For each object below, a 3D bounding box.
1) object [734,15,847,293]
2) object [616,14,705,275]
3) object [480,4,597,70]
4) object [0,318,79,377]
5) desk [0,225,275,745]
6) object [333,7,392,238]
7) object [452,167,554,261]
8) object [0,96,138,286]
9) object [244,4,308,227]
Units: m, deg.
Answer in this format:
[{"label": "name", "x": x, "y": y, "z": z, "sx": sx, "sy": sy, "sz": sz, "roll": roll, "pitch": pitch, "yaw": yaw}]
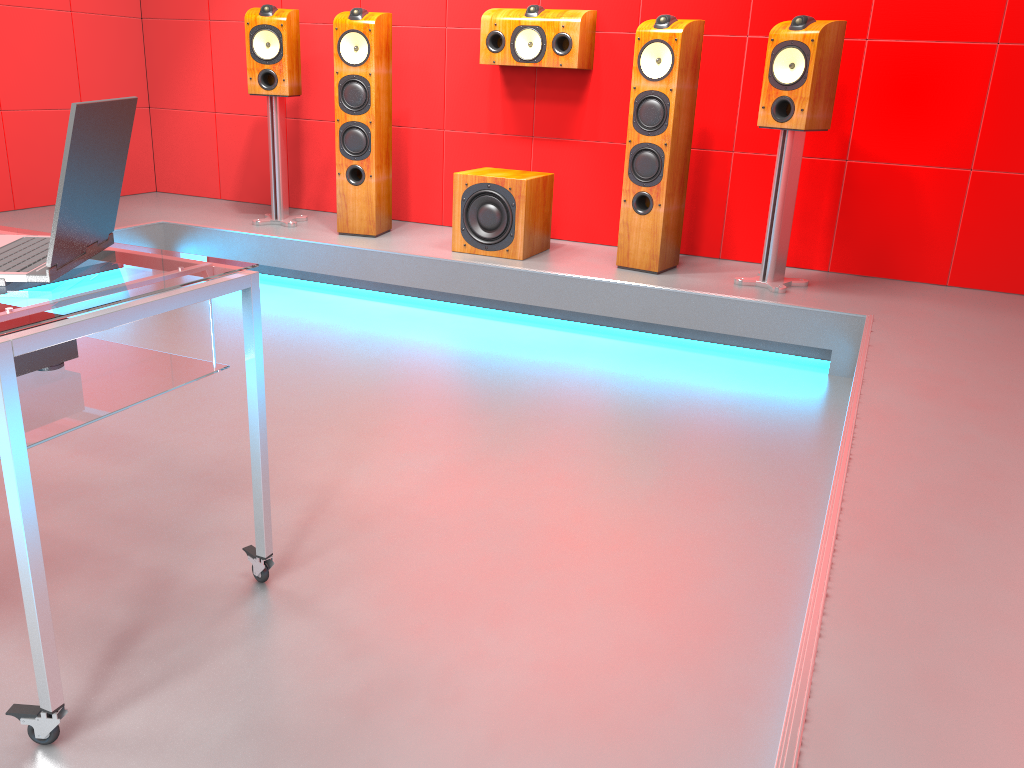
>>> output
[{"label": "object", "x": 1.127, "y": -0.922, "z": 3.600, "sx": 0.231, "sy": 1.058, "sz": 0.265, "roll": 20, "pitch": 25, "yaw": 39}, {"label": "object", "x": 0.631, "y": -1.019, "z": 3.818, "sx": 0.203, "sy": 1.052, "sz": 0.238, "roll": 15, "pitch": 23, "yaw": 30}, {"label": "object", "x": 0.122, "y": -1.640, "z": 4.186, "sx": 0.493, "sy": 0.271, "sz": 0.235, "roll": 10, "pitch": 21, "yaw": 21}, {"label": "object", "x": -1.101, "y": -0.064, "z": 1.610, "sx": 0.435, "sy": 0.092, "sz": 0.365, "roll": 10, "pitch": 21, "yaw": 21}, {"label": "desk", "x": -1.333, "y": 0.043, "z": 1.821, "sx": 1.617, "sy": 0.690, "sz": 0.594, "roll": 10, "pitch": 21, "yaw": 21}, {"label": "object", "x": -0.723, "y": -1.262, "z": 4.323, "sx": 0.203, "sy": 1.052, "sz": 0.238, "roll": 7, "pitch": 20, "yaw": 12}, {"label": "object", "x": -0.042, "y": -0.806, "z": 4.163, "sx": 0.360, "sy": 0.360, "sz": 0.360, "roll": 10, "pitch": 21, "yaw": 21}, {"label": "object", "x": -0.855, "y": -0.347, "z": 1.525, "sx": 0.340, "sy": 0.285, "sz": 0.342, "roll": 0, "pitch": 19, "yaw": -7}, {"label": "object", "x": -1.197, "y": -1.352, "z": 4.507, "sx": 0.231, "sy": 1.058, "sz": 0.265, "roll": 4, "pitch": 19, "yaw": 2}]
